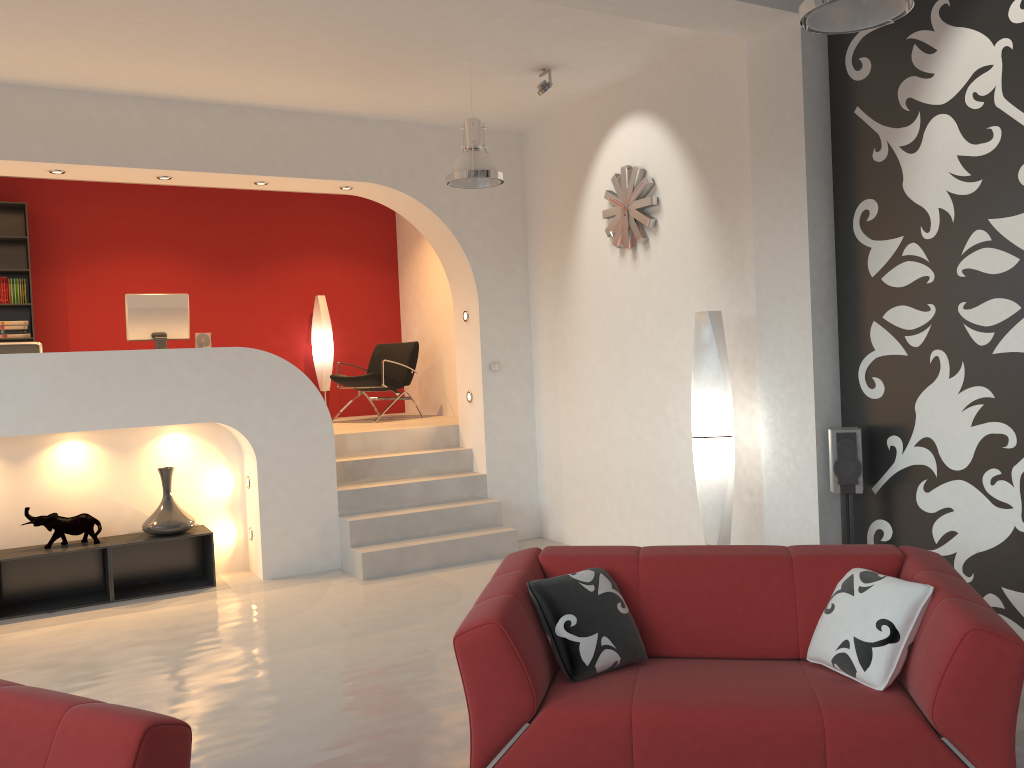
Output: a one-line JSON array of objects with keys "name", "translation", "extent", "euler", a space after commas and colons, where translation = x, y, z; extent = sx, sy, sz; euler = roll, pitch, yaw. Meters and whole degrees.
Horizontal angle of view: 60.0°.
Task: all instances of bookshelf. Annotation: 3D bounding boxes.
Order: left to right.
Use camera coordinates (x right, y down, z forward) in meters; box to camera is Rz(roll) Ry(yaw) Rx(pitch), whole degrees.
[{"name": "bookshelf", "translation": [-4.867, -0.553, 8.166], "extent": [0.816, 2.213, 0.305], "euler": [-3, 2, -29]}, {"name": "bookshelf", "translation": [-3.469, 1.349, 5.963], "extent": [2.764, 0.397, 0.405], "euler": [-3, 2, -29]}]

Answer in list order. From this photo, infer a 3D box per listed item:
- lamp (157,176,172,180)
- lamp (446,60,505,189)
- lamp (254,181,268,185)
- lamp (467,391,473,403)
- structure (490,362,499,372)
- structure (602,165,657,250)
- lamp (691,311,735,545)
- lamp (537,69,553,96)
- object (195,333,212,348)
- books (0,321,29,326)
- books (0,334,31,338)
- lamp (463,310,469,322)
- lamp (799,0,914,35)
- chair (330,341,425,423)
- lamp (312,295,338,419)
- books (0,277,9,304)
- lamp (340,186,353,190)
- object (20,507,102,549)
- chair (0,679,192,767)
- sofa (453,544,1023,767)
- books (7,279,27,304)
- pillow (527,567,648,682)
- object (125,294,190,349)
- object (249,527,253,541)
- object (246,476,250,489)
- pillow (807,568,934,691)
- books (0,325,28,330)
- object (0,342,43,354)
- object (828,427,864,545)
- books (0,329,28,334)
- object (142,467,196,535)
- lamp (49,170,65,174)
[{"name": "lamp", "translation": [-2.543, -1.506, 6.488], "extent": [0.105, 0.011, 0.105], "euler": [-4, 2, -40]}, {"name": "lamp", "translation": [-0.256, -1.702, 5.743], "extent": [0.379, 0.800, 0.379], "euler": [-2, 2, 32]}, {"name": "lamp", "translation": [-1.931, -1.542, 6.826], "extent": [0.105, 0.011, 0.105], "euler": [-4, 2, -40]}, {"name": "lamp", "translation": [-0.370, 0.111, 7.687], "extent": [0.011, 0.105, 0.105], "euler": [-3, 2, -29]}, {"name": "structure", "translation": [-0.147, -0.145, 7.515], "extent": [0.080, 0.080, 0.016], "euler": [-3, 2, -29]}, {"name": "structure", "translation": [0.825, -1.256, 6.328], "extent": [0.090, 0.596, 0.596], "euler": [-3, 2, -29]}, {"name": "lamp", "translation": [1.190, 0.464, 5.211], "extent": [0.313, 1.779, 0.313], "euler": [-3, 2, -21]}, {"name": "lamp", "translation": [0.221, -2.038, 5.994], "extent": [0.112, 0.176, 0.118], "euler": [-2, 1, 13]}, {"name": "object", "translation": [-2.461, -0.332, 7.054], "extent": [0.151, 0.147, 0.133], "euler": [-1, 2, 45]}, {"name": "books", "translation": [-4.666, -0.563, 8.285], "extent": [0.260, 0.040, 0.200], "euler": [-3, 2, -29]}, {"name": "books", "translation": [-4.656, -0.443, 8.306], "extent": [0.260, 0.040, 0.200], "euler": [-3, 2, -27]}, {"name": "lamp", "translation": [-0.402, -0.587, 7.669], "extent": [0.011, 0.105, 0.105], "euler": [-3, 2, -29]}, {"name": "lamp", "translation": [1.193, -1.702, 3.117], "extent": [0.379, 0.800, 0.379], "euler": [-4, 2, -36]}, {"name": "chair", "translation": [-1.405, -0.027, 9.134], "extent": [0.664, 0.795, 0.768], "euler": [-2, 2, 36]}, {"name": "lamp", "translation": [-2.057, -0.286, 9.667], "extent": [0.237, 1.349, 0.237], "euler": [-3, 2, -21]}, {"name": "books", "translation": [-4.758, -0.863, 8.277], "extent": [0.090, 0.256, 0.181], "euler": [-3, 2, -29]}, {"name": "lamp", "translation": [-1.335, -1.578, 7.154], "extent": [0.105, 0.011, 0.105], "euler": [-4, 2, -40]}, {"name": "object", "translation": [-3.133, 0.982, 6.176], "extent": [0.507, 0.296, 0.191], "euler": [-3, 1, -13]}, {"name": "chair", "translation": [-1.448, 1.187, 1.975], "extent": [0.951, 0.738, 1.288], "euler": [-2, 2, 21]}, {"name": "sofa", "translation": [0.767, 1.054, 3.257], "extent": [1.929, 0.738, 0.951], "euler": [-2, 1, 11]}, {"name": "books", "translation": [-4.652, -0.861, 8.335], "extent": [0.146, 0.240, 0.170], "euler": [-3, 2, -29]}, {"name": "pillow", "translation": [0.287, 0.896, 3.352], "extent": [0.402, 0.343, 0.288], "euler": [-4, 2, -36]}, {"name": "object", "translation": [-2.732, -0.467, 6.847], "extent": [0.458, 0.452, 0.230], "euler": [-3, 2, -29]}, {"name": "object", "translation": [-2.020, 1.159, 6.853], "extent": [0.011, 0.105, 0.105], "euler": [-3, 2, -29]}, {"name": "object", "translation": [-2.038, 0.759, 6.842], "extent": [0.011, 0.105, 0.105], "euler": [-3, 2, -29]}, {"name": "pillow", "translation": [1.264, 0.857, 3.153], "extent": [0.288, 0.343, 0.402], "euler": [-3, 2, -21]}, {"name": "books", "translation": [-4.677, -0.522, 8.289], "extent": [0.260, 0.040, 0.200], "euler": [-3, 2, -29]}, {"name": "object", "translation": [-3.631, -0.190, 6.443], "extent": [0.397, 0.217, 0.458], "euler": [-3, 2, -29]}, {"name": "object", "translation": [1.754, 0.787, 4.628], "extent": [0.214, 1.112, 0.229], "euler": [-2, 2, 16]}, {"name": "books", "translation": [-4.672, -0.482, 8.293], "extent": [0.260, 0.040, 0.200], "euler": [-3, 2, -29]}, {"name": "object", "translation": [-2.518, 0.853, 6.488], "extent": [0.369, 0.481, 0.369], "euler": [-2, 2, 26]}, {"name": "lamp", "translation": [-3.155, -1.470, 6.151], "extent": [0.105, 0.011, 0.105], "euler": [-4, 2, -40]}]
